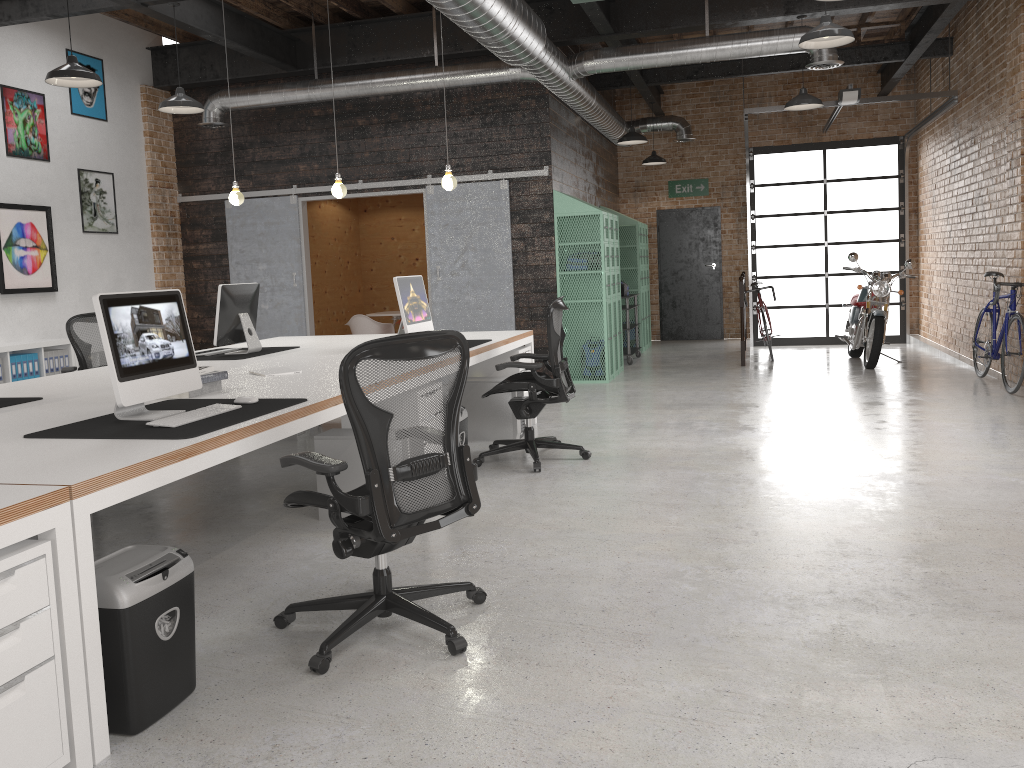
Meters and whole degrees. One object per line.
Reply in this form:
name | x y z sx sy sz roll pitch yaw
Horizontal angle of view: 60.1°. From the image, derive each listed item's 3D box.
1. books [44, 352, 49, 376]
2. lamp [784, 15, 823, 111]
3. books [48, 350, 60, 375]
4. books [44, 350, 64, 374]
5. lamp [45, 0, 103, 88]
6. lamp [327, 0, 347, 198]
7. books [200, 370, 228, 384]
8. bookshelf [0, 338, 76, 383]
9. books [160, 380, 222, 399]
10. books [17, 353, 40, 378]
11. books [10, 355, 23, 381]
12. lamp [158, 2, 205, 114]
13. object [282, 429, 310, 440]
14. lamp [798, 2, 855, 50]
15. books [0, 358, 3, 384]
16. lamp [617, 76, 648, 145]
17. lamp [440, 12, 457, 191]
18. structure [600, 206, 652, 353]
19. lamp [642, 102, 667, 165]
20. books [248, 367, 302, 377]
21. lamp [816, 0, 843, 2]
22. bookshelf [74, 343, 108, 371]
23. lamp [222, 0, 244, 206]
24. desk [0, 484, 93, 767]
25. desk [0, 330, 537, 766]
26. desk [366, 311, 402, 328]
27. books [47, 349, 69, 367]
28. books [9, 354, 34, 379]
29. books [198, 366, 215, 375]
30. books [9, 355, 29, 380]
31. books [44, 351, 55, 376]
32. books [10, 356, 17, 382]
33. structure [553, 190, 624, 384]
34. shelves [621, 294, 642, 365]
books | -4.437 -0.167 8.259 0.232 0.260 0.062 -1 5 15
lamp | 2.800 -3.099 8.531 0.362 0.853 0.363 -3 5 -7
books | -4.404 -0.185 8.382 0.232 0.260 0.062 -1 5 15
books | -4.387 -0.194 8.444 0.232 0.260 0.062 -1 5 15
lamp | -3.067 -2.765 6.087 0.362 1.357 0.363 -1 5 23
lamp | -1.404 -2.302 6.948 0.123 1.671 0.124 -2 5 13
books | -1.484 -0.026 4.108 0.193 0.044 0.258 2 9 32
bookshelf | -4.598 0.065 7.866 0.400 0.796 1.552 -1 7 15
books | -1.508 0.023 4.103 0.200 0.050 0.273 -1 8 13
books | -4.468 -0.151 8.145 0.232 0.260 0.062 -1 5 15
books | -4.518 -0.124 7.957 0.232 0.260 0.062 -1 5 15
lamp | -2.743 -2.680 7.266 0.362 0.853 0.363 1 6 33
object | -1.947 0.208 7.186 0.543 0.453 0.222 -1 5 15
lamp | 2.103 -2.728 5.948 0.362 0.853 0.363 1 6 33
books | -4.583 -0.096 7.766 0.232 0.260 0.062 -1 5 15
lamp | 1.404 -3.535 10.490 0.362 1.333 0.363 -3 5 -7
lamp | -0.516 -2.311 6.706 0.123 1.671 0.124 -2 5 13
structure | 1.698 -1.549 12.996 0.556 2.091 1.123 -1 5 15
lamp | 2.045 -3.876 12.864 0.362 1.333 0.363 -3 5 -7
books | -1.294 -0.067 4.836 0.206 0.019 0.244 -8 9 -37
lamp | 1.779 -2.813 4.768 0.362 1.357 0.363 -1 5 23
bookshelf | -4.195 -0.091 9.357 0.400 0.681 1.552 -1 7 15
lamp | -2.292 -2.293 7.189 0.123 1.671 0.124 -2 5 13
desk | -2.918 1.012 0.190 2.311 0.766 5.137 -1 8 15
desk | -1.589 0.305 5.112 2.311 0.766 5.137 -1 8 15
desk | -0.978 -0.657 12.365 1.998 0.728 1.003 -1 7 16
books | -4.370 -0.203 8.507 0.232 0.260 0.062 -1 5 15
books | -4.485 -0.142 8.082 0.232 0.260 0.062 -1 5 15
books | -1.500 -0.057 4.111 0.153 0.030 0.186 -1 8 13
books | -4.502 -0.133 8.020 0.232 0.260 0.062 -1 5 15
books | -4.421 -0.176 8.320 0.232 0.260 0.062 -1 5 15
books | -4.535 -0.115 7.896 0.232 0.260 0.062 -1 5 15
structure | 0.900 -1.124 10.041 0.556 2.091 1.123 -1 5 15
shelves | 1.344 -0.719 11.538 0.567 0.852 0.990 -1 6 15
